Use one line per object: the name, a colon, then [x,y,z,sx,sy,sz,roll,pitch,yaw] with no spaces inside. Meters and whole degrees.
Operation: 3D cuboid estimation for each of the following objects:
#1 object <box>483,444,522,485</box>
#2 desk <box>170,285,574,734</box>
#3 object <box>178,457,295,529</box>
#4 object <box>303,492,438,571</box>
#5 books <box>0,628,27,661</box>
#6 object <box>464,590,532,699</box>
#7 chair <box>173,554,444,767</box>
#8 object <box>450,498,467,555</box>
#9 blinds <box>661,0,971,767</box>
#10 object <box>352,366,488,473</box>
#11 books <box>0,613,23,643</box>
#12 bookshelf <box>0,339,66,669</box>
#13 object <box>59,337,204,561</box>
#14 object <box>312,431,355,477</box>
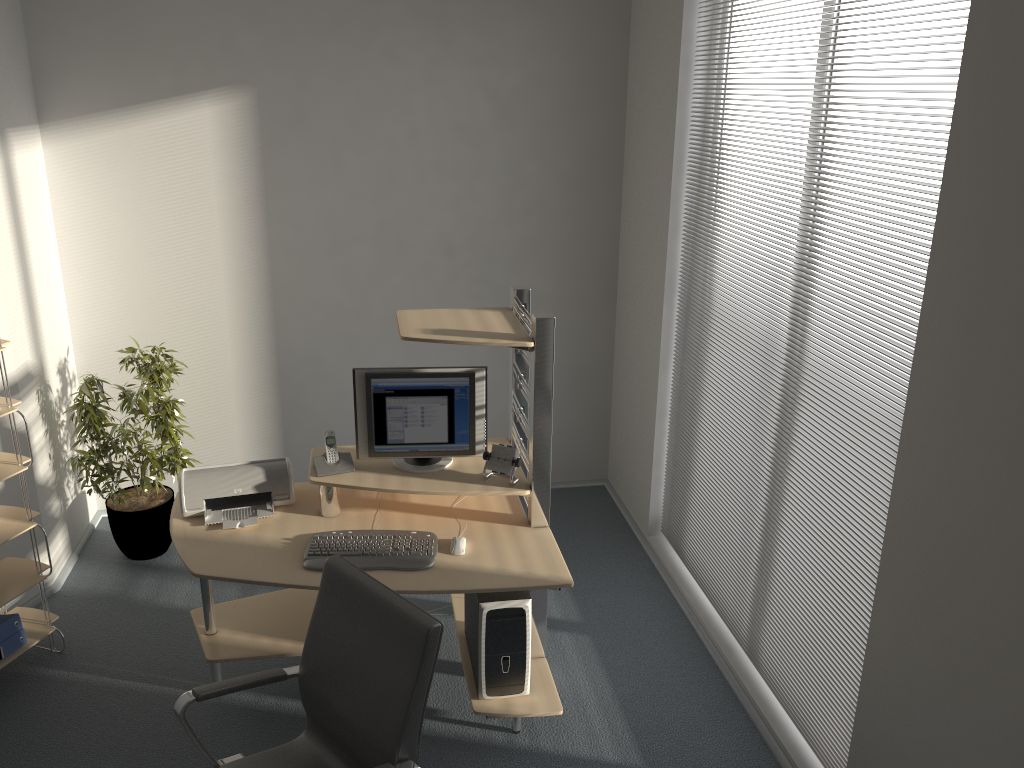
object: [-0.036,0.307,3.439,0.154,0.135,0.093,10,21,25]
desk: [-0.589,0.514,3.358,1.469,1.566,0.967,-2,19,-9]
object: [-1.082,0.428,3.498,0.438,0.162,0.351,-5,19,-17]
object: [-0.518,0.536,3.486,0.478,0.082,0.814,0,19,-2]
books: [-2.178,1.074,3.552,0.262,0.072,0.320,7,19,17]
object: [-0.062,0.927,3.508,0.199,0.422,0.471,-2,19,-9]
chair: [-0.579,1.116,2.380,0.652,1.048,0.584,-16,25,-41]
object: [-0.187,0.510,3.568,0.168,0.088,0.742,-2,19,-7]
blinds: [0.991,-0.213,3.405,0.037,2.749,1.950,-2,19,-9]
object: [-0.351,0.116,3.554,0.516,0.418,0.245,2,19,5]
books: [-2.187,1.020,3.538,0.263,0.100,0.320,7,19,17]
bookshelf: [-2.180,0.490,3.374,0.381,1.572,0.724,6,19,17]
object: [-1.889,0.345,4.500,0.544,1.147,0.644,7,20,18]
object: [-0.713,0.266,3.515,0.150,0.151,0.119,-7,20,-23]
